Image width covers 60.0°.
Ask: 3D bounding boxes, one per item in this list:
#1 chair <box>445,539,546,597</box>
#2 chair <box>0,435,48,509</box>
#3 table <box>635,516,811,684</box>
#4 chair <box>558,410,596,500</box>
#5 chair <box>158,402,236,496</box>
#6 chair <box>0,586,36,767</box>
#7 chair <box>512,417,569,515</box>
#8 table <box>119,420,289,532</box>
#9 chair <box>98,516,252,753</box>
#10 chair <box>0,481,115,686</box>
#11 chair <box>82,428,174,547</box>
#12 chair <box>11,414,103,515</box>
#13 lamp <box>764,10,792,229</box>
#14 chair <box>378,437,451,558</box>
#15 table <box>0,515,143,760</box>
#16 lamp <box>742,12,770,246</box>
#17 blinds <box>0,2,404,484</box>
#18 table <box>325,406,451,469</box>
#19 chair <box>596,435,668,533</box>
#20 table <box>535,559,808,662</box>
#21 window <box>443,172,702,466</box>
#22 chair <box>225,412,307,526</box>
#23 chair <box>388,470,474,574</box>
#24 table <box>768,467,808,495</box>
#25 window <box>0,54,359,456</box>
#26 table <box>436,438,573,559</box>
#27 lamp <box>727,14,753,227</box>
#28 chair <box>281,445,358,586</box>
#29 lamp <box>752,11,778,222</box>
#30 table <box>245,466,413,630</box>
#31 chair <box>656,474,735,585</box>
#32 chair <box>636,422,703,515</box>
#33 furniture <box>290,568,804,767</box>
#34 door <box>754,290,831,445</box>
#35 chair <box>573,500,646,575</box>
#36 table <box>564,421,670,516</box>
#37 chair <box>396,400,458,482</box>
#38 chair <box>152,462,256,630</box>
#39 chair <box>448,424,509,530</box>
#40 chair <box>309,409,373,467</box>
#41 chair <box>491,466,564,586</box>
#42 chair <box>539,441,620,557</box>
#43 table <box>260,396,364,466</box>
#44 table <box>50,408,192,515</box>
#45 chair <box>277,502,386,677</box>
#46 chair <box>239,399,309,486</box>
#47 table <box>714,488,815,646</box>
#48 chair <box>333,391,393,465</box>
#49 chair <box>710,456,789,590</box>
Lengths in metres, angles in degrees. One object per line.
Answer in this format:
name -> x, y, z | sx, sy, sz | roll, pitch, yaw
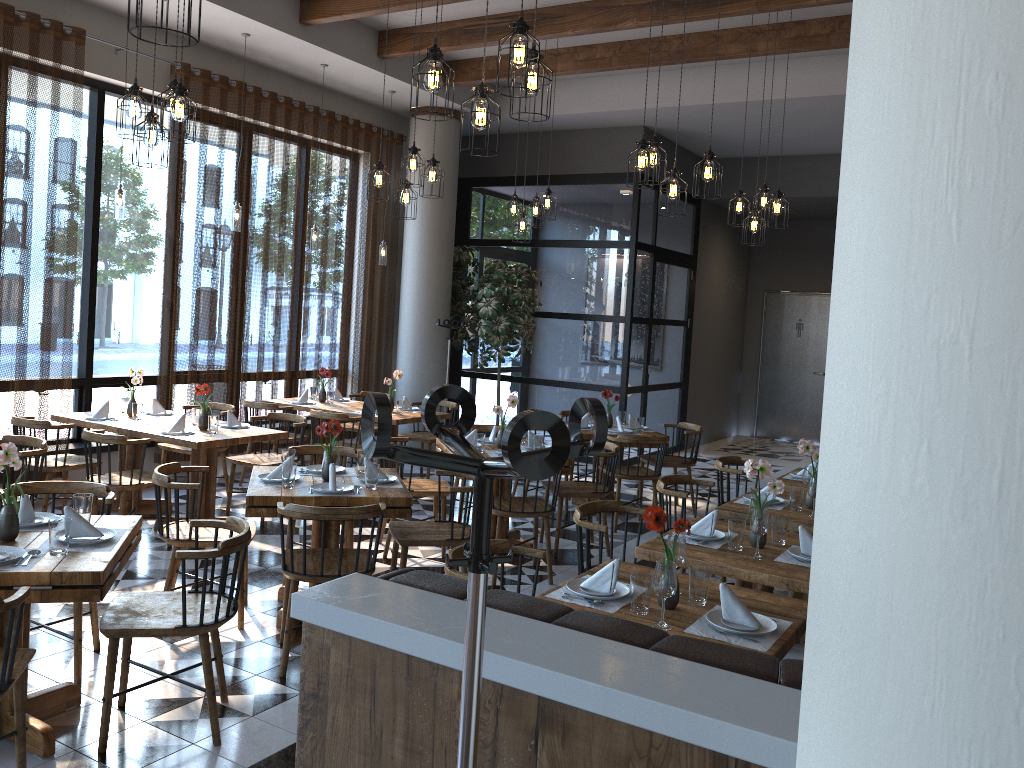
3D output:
chair -> -0.002, 1.085, 3.481 | 0.550, 0.816, 0.519 | 5, 3, 31
chair -> -3.108, 0.750, 5.295 | 0.520, 0.816, 0.550 | 5, 3, 31
table -> 1.108, 1.131, 4.106 | 0.851, 0.762, 0.850 | 6, 4, 31
chair -> 0.716, 0.703, 8.846 | 0.519, 0.816, 0.551 | 3, 3, -14
chair -> -2.693, 0.591, 7.616 | 0.520, 0.816, 0.550 | 5, 3, 31
chair -> -1.840, 1.023, 2.841 | 0.519, 0.816, 0.551 | 3, 3, -14
chair -> 0.246, 0.736, 8.065 | 0.549, 0.816, 0.521 | 3, 3, -14
table -> -2.306, 0.721, 6.617 | 0.851, 0.762, 0.850 | 6, 4, 31
chair -> -1.370, 0.990, 3.622 | 0.549, 0.816, 0.521 | 3, 3, -14
chair -> -2.148, 0.905, 4.091 | 0.519, 0.816, 0.551 | 3, 3, -14
chair -> -2.646, 0.717, 6.063 | 0.520, 0.816, 0.550 | 5, 3, 31
chair -> -3.367, 0.638, 6.498 | 0.520, 0.816, 0.550 | 5, 3, 31
lamp -> 2.208, -2.298, 7.162 | 0.175, 2.067, 0.175 | 5, 3, 41
chair -> -0.730, 0.805, 6.445 | 0.549, 0.816, 0.521 | 3, 3, -14
table -> -1.989, 0.990, 3.472 | 0.864, 0.762, 0.866 | 3, 4, -14
lamp -> 2.072, -2.190, 7.347 | 0.175, 2.067, 0.175 | 3, 2, -15
blinds -> -3.304, -1.048, 7.504 | 0.160, 3.574, 7.269 | 5, 4, 31
table -> -1.193, 0.643, 8.464 | 0.851, 0.762, 0.850 | 6, 4, 31
chair -> 1.024, 0.821, 7.595 | 0.519, 0.816, 0.551 | 3, 3, -14
table -> 0.539, 1.171, 3.160 | 0.851, 0.762, 0.850 | 6, 4, 31
window -> 0.846, -0.900, 12.143 | 2.732, 3.543, 2.186 | 5, 3, 31
chair -> -1.972, 0.670, 7.181 | 0.520, 0.816, 0.550 | 5, 3, 31
chair -> -0.441, 0.925, 5.163 | 0.549, 0.816, 0.521 | 3, 3, -14
table -> 2.241, 1.051, 5.984 | 0.851, 0.762, 0.850 | 6, 4, 31
window -> -4.923, -0.749, 3.291 | 4.493, 3.159, 15.159 | 4, 4, 8
table -> -0.100, 0.858, 6.607 | 0.864, 0.762, 0.866 | 3, 4, -14
lamp -> 1.996, -2.384, 7.537 | 0.175, 2.067, 0.175 | 2, 2, -27
chair -> -1.220, 0.839, 5.633 | 0.519, 0.816, 0.551 | 3, 3, -14
lamp -> 2.207, -2.428, 7.536 | 0.175, 2.067, 0.175 | 3, 2, -15
table -> -1.060, 0.925, 5.014 | 0.864, 0.762, 0.866 | 3, 4, -14
chair -> 1.136, 1.005, 5.369 | 0.550, 0.816, 0.519 | 5, 3, 31
chair -> 1.499, 0.787, 8.400 | 0.549, 0.816, 0.521 | 3, 3, -14
furniture -> 2.019, 0.984, 4.213 | 1.921, 1.148, 6.590 | 6, 5, 31
door -> 4.522, -0.270, 14.083 | 1.208, 2.390, 0.114 | 5, 3, 31
chair -> 0.567, 1.045, 4.425 | 0.550, 0.816, 0.519 | 5, 3, 31
table -> 0.870, 0.789, 8.217 | 0.864, 0.762, 0.866 | 3, 4, -14
chair -> -0.859, 0.592, 9.028 | 0.520, 0.816, 0.550 | 5, 3, 31
chair -> -1.690, 0.872, 4.852 | 0.549, 0.816, 0.521 | 3, 3, -14
chair -> -0.260, 0.772, 7.226 | 0.519, 0.816, 0.551 | 3, 3, -14
chair -> -1.534, 0.639, 7.910 | 0.520, 0.816, 0.550 | 5, 3, 31
chair -> 0.048, 0.890, 5.976 | 0.519, 0.816, 0.551 | 3, 3, -14
chair -> 0.519, 0.857, 6.756 | 0.549, 0.816, 0.521 | 3, 3, -14
table -> -1.925, 0.563, 8.905 | 0.851, 0.762, 0.850 | 6, 4, 31
table -> -3.037, 0.641, 7.058 | 0.851, 0.762, 0.850 | 6, 4, 31
chair -> -0.912, 0.958, 4.383 | 0.519, 0.816, 0.551 | 3, 3, -14
chair -> -2.254, 0.560, 8.344 | 0.520, 0.816, 0.550 | 5, 3, 31
table -> 1.671, 1.091, 5.039 | 0.851, 0.762, 0.850 | 6, 4, 31
chair -> -1.580, 0.513, 9.462 | 0.520, 0.816, 0.550 | 5, 3, 31
chair -> 1.704, 0.965, 6.313 | 0.550, 0.816, 0.519 | 5, 3, 31
